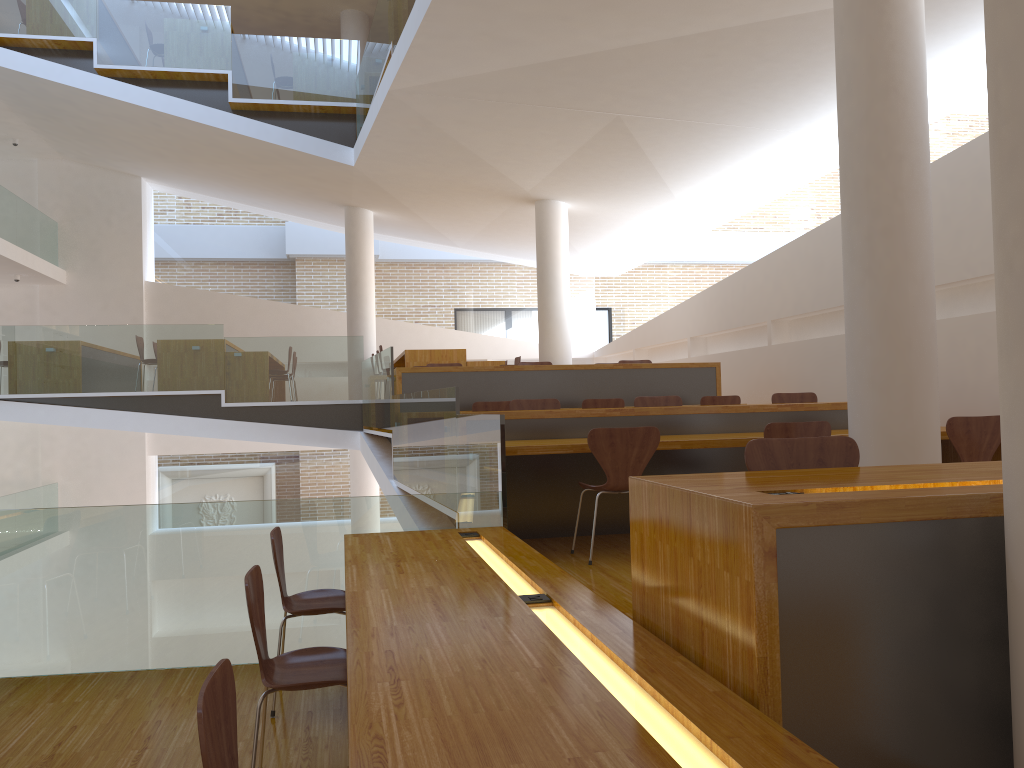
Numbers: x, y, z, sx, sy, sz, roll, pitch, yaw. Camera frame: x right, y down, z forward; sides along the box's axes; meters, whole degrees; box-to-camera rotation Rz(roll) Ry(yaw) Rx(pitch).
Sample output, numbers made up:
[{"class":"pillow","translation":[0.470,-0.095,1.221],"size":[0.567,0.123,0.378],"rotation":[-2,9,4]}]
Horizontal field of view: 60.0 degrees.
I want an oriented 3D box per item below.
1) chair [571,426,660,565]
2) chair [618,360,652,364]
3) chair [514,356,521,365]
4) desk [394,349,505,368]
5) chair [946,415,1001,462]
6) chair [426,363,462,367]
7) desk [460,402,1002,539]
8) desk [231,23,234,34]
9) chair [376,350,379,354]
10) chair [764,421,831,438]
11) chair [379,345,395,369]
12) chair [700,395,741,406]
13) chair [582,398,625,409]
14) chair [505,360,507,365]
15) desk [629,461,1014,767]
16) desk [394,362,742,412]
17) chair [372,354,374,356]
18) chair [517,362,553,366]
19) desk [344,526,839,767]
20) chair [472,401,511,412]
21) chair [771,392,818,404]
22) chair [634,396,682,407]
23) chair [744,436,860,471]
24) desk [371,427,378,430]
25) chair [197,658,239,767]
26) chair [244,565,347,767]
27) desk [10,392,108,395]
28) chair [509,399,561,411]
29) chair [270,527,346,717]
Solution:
[{"class":"chair","translation":[0.554,0.573,4.718],"size":[0.428,0.693,0.381],"rotation":[-1,-1,-11]},{"class":"chair","translation":[1.378,0.079,9.472],"size":[0.428,0.693,0.381],"rotation":[-1,-1,-11]},{"class":"chair","translation":[-0.077,-0.021,11.960],"size":[0.381,0.693,0.428],"rotation":[-1,-1,-11]},{"class":"desk","translation":[-0.995,-0.007,12.580],"size":[1.247,0.762,3.194],"rotation":[-1,-1,-11]},{"class":"chair","translation":[2.599,0.531,5.151],"size":[0.428,0.693,0.381],"rotation":[-1,-1,-11]},{"class":"chair","translation":[-0.668,0.123,9.116],"size":[0.428,0.693,0.381],"rotation":[-1,-1,-11]},{"class":"desk","translation":[1.293,0.534,5.700],"size":[3.243,0.785,1.527],"rotation":[-1,-1,-11]},{"class":"desk","translation":[-4.000,-3.941,12.019],"size":[0.760,0.606,3.196],"rotation":[-1,-1,-11]},{"class":"chair","translation":[-1.681,-0.115,12.284],"size":[0.381,0.693,0.428],"rotation":[-1,-1,-11]},{"class":"chair","translation":[1.508,0.553,4.902],"size":[0.428,0.693,0.381],"rotation":[-1,-1,-11]},{"class":"chair","translation":[-1.497,-0.143,11.331],"size":[0.381,0.693,0.428],"rotation":[-1,-1,-11]},{"class":"chair","translation":[1.872,0.457,8.206],"size":[0.428,0.693,0.381],"rotation":[-1,-1,-11]},{"class":"chair","translation":[0.781,0.479,7.956],"size":[0.428,0.693,0.381],"rotation":[-1,-1,-11]},{"class":"chair","translation":[-0.260,0.008,12.913],"size":[0.381,0.693,0.428],"rotation":[-1,-1,-11]},{"class":"desk","translation":[1.967,0.516,2.392],"size":[3.185,0.606,0.760],"rotation":[-1,-1,-11]},{"class":"desk","translation":[0.500,0.330,8.578],"size":[3.216,1.022,1.248],"rotation":[-1,-1,-11]},{"class":"chair","translation":[-1.849,-0.094,12.947],"size":[0.381,0.693,0.428],"rotation":[-1,-1,-11]},{"class":"chair","translation":[0.285,0.103,9.300],"size":[0.428,0.693,0.381],"rotation":[-1,-1,-11]},{"class":"desk","translation":[-0.110,0.956,2.679],"size":[0.760,0.606,3.185],"rotation":[-1,-1,-11]},{"class":"chair","translation":[-0.173,0.499,7.772],"size":[0.428,0.693,0.381],"rotation":[-1,-1,-11]},{"class":"chair","translation":[2.271,0.409,6.839],"size":[0.428,0.693,0.381],"rotation":[-1,-1,-11]},{"class":"chair","translation":[1.165,0.433,6.665],"size":[0.428,0.693,0.381],"rotation":[-1,-1,-11]},{"class":"chair","translation":[0.956,0.510,2.632],"size":[0.428,0.693,0.381],"rotation":[-1,-1,-11]},{"class":"desk","translation":[0.026,0.184,10.561],"size":[3.356,0.606,0.760],"rotation":[-1,-1,-11]},{"class":"chair","translation":[-0.371,0.889,1.654],"size":[0.381,0.693,0.428],"rotation":[-1,-1,-11]},{"class":"chair","translation":[-0.620,0.923,2.745],"size":[0.381,0.693,0.428],"rotation":[-1,-1,-11]},{"class":"desk","translation":[-5.604,-0.140,11.634],"size":[0.760,0.606,3.194],"rotation":[-1,-1,-11]},{"class":"chair","translation":[0.212,0.454,6.481],"size":[0.428,0.693,0.381],"rotation":[-1,-1,-11]},{"class":"chair","translation":[-0.803,0.952,3.698],"size":[0.381,0.693,0.428],"rotation":[-1,-1,-11]}]
